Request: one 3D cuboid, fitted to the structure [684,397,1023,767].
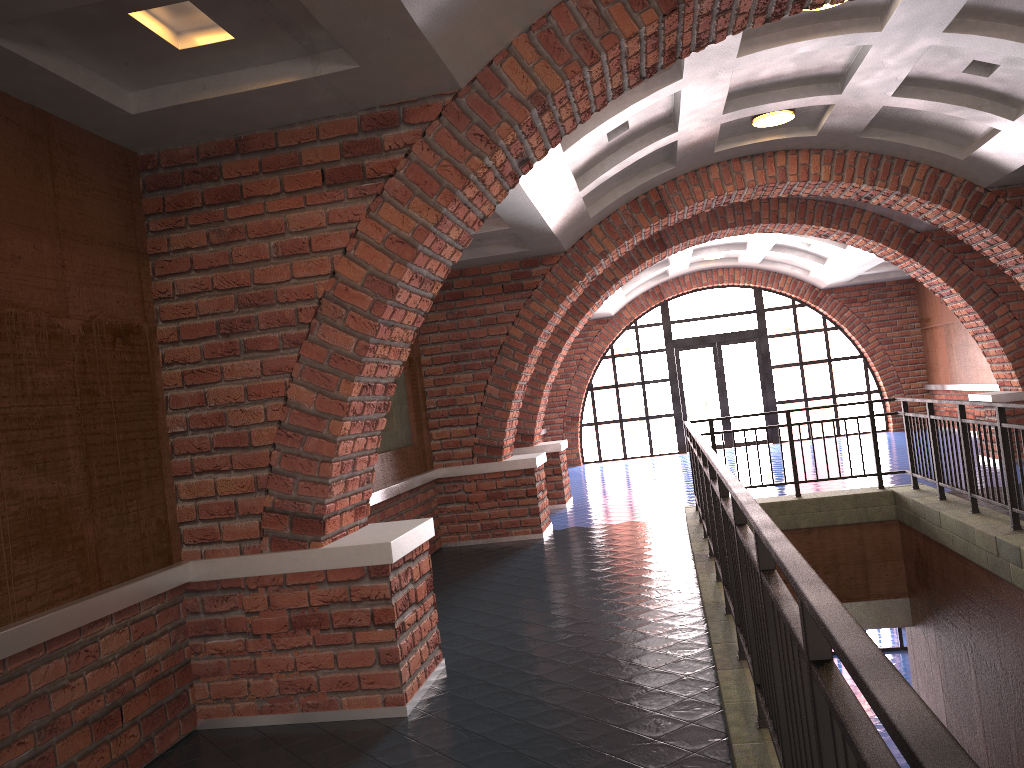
[{"bbox_3d":[2.427,3.071,4.128,2.464,5.665,11.176,-7,-1,9],"label":"structure"}]

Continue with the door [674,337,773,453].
[{"bbox_3d":[4.410,0.230,18.548,1.754,2.236,0.040,-7,-1,9],"label":"door"}]

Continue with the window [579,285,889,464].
[{"bbox_3d":[4.393,-0.340,18.547,6.353,3.471,0.100,-7,-1,9],"label":"window"}]

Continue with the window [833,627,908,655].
[{"bbox_3d":[4.918,4.026,18.445,6.353,3.471,0.100,-7,-1,9],"label":"window"}]
